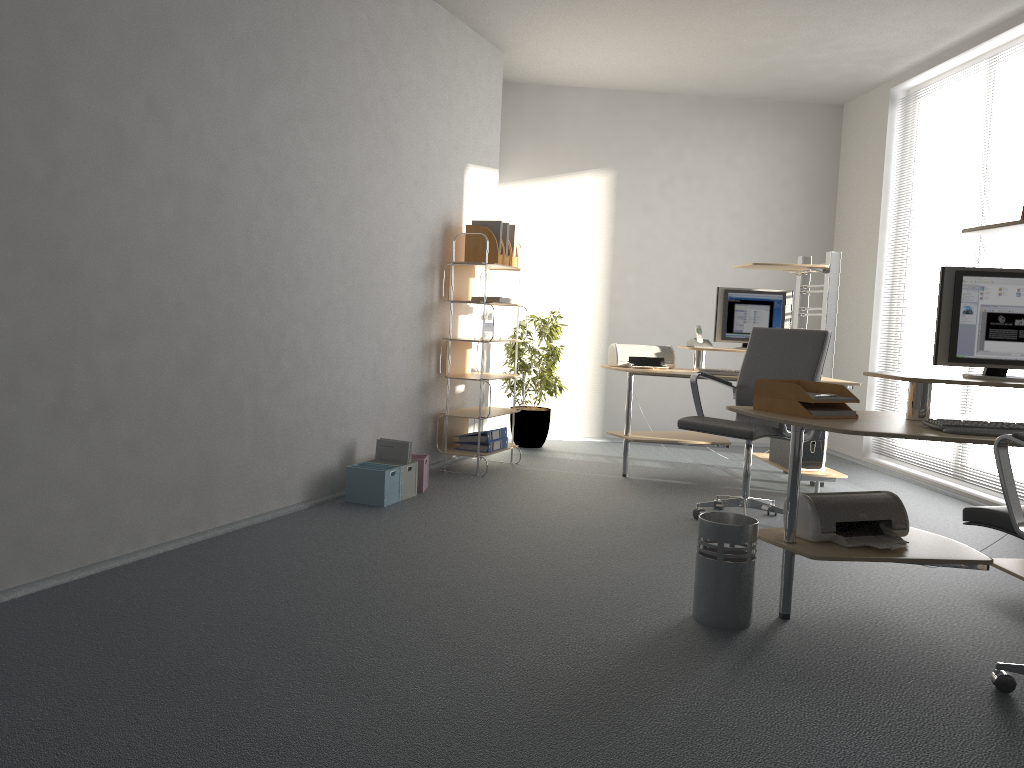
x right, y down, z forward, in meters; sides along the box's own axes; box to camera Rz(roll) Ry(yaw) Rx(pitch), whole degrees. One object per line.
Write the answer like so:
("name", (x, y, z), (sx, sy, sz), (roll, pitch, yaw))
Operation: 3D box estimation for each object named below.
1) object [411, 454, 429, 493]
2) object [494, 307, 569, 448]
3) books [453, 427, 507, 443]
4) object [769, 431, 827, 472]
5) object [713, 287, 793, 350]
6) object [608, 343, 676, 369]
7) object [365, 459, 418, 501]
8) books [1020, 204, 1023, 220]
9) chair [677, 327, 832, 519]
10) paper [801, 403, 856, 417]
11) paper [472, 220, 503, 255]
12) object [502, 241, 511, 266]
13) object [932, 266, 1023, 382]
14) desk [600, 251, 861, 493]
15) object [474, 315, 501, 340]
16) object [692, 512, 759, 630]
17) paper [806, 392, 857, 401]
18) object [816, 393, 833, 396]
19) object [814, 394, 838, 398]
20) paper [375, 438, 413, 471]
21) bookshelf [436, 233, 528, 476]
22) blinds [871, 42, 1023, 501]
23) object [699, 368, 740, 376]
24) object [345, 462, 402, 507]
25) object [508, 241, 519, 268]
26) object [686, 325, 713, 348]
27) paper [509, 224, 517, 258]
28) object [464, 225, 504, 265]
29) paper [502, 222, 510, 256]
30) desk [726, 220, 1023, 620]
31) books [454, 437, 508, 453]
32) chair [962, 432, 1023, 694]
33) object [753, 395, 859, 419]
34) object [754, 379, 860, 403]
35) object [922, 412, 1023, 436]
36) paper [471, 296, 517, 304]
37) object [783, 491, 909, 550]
("object", (-0.629, 0.527, 5.247), (0.245, 0.202, 0.185), (3, 4, 4))
("object", (0.191, -0.055, 7.143), (0.544, 1.147, 0.644), (5, 5, 24))
("books", (-0.215, 0.348, 6.073), (0.263, 0.100, 0.320), (5, 5, 23))
("object", (1.903, 0.336, 5.888), (0.199, 0.422, 0.471), (2, 4, -5))
("object", (1.668, -0.449, 6.155), (0.516, 0.418, 0.245), (3, 4, 10))
("object", (0.918, -0.190, 6.087), (0.438, 0.162, 0.351), (2, 4, -13))
("object", (-0.688, 0.542, 5.028), (0.245, 0.202, 0.185), (4, 5, 22))
("books", (2.083, -0.624, 3.306), (0.320, 0.072, 0.262), (5, 5, 27))
("chair", (1.296, 0.217, 4.796), (0.652, 1.048, 0.584), (-1, 6, -39))
("paper", (1.094, 0.094, 3.315), (0.210, 0.019, 0.297), (1, 5, -26))
("paper", (-0.174, -0.947, 5.946), (0.213, 0.297, 0.045), (4, 5, 20))
("object", (-0.135, -0.933, 6.043), (0.243, 0.259, 0.113), (4, 5, 23))
("object", (1.893, -0.227, 3.401), (0.516, 0.418, 0.245), (4, 5, 17))
("desk", (1.393, -0.122, 5.888), (1.469, 1.566, 0.967), (2, 4, -5))
("object", (-0.163, -0.384, 6.014), (0.077, 0.161, 0.192), (6, 6, 41))
("object", (0.758, 0.663, 3.155), (0.208, 0.377, 0.208), (6, 6, 39))
("paper", (1.096, 0.042, 3.311), (0.210, 0.010, 0.297), (1, 5, -26))
("object", (1.144, 0.041, 3.248), (0.008, 0.009, 0.159), (6, 6, 40))
("object", (1.140, 0.043, 3.218), (0.159, 0.009, 0.008), (-1, 6, -41))
("paper", (-0.679, 0.471, 5.037), (0.220, 0.306, 0.068), (4, 5, 22))
("bookshelf", (-0.188, -0.205, 6.044), (0.381, 1.572, 0.724), (4, 5, 23))
("blinds", (3.013, -0.750, 5.979), (0.037, 2.749, 1.950), (2, 4, -5))
("object", (1.471, -0.065, 6.001), (0.478, 0.082, 0.814), (3, 4, 3))
("object", (-0.757, 0.551, 4.857), (0.245, 0.202, 0.185), (4, 5, 22))
("object", (-0.082, -0.939, 6.156), (0.243, 0.259, 0.113), (5, 5, 26))
("object", (1.295, -0.328, 6.111), (0.150, 0.151, 0.119), (1, 5, -19))
("paper", (-0.074, -0.959, 6.173), (0.213, 0.297, 0.045), (5, 5, 26))
("object", (-0.181, -0.926, 5.928), (0.243, 0.259, 0.113), (4, 5, 20))
("paper", (-0.128, -0.953, 6.061), (0.213, 0.297, 0.045), (4, 5, 23))
("desk", (1.617, 0.102, 3.112), (1.469, 1.566, 0.967), (2, 4, -5))
("books", (-0.209, 0.403, 6.073), (0.262, 0.072, 0.320), (5, 5, 23))
("chair", (1.689, 0.415, 2.451), (0.584, 1.048, 0.652), (1, 5, -18))
("object", (1.094, 0.082, 3.315), (0.225, 0.060, 0.309), (1, 5, -26))
("object", (1.097, 0.025, 3.310), (0.225, 0.060, 0.309), (1, 5, -26))
("object", (1.657, 0.155, 3.238), (0.478, 0.082, 0.814), (3, 4, 3))
("paper", (-0.123, -0.575, 6.099), (0.213, 0.046, 0.297), (4, 5, 22))
("object", (1.282, 0.495, 3.261), (0.438, 0.162, 0.351), (1, 5, -20))
